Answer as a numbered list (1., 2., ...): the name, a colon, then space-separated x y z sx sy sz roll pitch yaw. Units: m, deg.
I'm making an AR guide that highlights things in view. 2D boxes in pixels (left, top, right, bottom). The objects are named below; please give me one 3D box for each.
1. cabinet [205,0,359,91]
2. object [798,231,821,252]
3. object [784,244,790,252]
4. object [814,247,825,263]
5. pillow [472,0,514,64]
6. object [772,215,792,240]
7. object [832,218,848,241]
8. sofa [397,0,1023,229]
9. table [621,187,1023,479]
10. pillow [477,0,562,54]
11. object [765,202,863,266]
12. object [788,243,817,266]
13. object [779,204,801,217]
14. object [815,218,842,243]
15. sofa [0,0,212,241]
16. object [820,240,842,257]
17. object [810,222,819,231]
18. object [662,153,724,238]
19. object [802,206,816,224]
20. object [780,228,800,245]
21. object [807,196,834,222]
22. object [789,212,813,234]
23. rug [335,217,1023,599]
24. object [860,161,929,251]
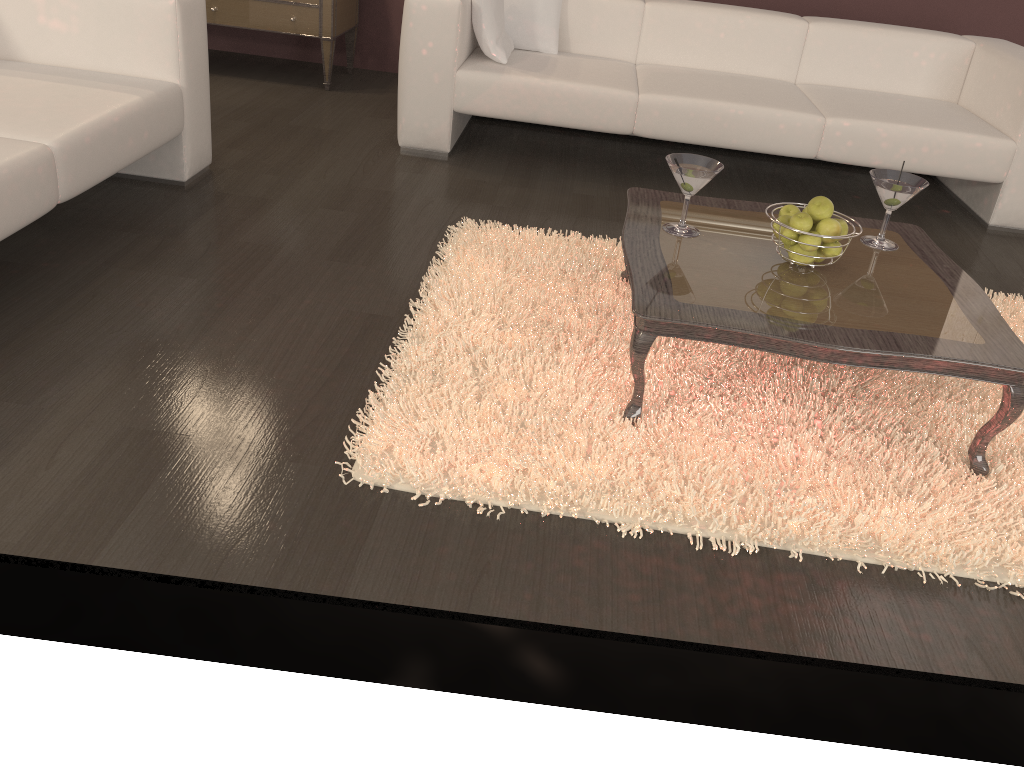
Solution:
1. cabinet: -1.617 -2.058 4.676 1.528 0.697 0.557 8 28 3
2. object: 0.721 -0.346 2.133 0.053 0.049 0.056 10 29 6
3. object: 0.721 -0.355 2.242 0.055 0.052 0.057 14 29 12
4. object: 0.769 -0.327 2.216 0.044 0.041 0.045 10 28 6
5. pillow: -0.079 -1.605 3.824 0.186 0.342 0.394 7 28 1
6. object: 0.686 -0.389 2.204 0.066 0.063 0.068 -9 32 -26
7. object: 0.805 -0.384 2.195 0.062 0.052 0.064 5 29 -3
8. sofa: 0.936 -1.333 3.981 2.784 0.622 0.989 8 29 3
9. table: 0.718 -0.182 2.308 0.914 0.289 0.949 7 30 1
10. pillow: 0.047 -1.730 4.062 0.376 0.345 0.177 7 27 1
11. object: 0.739 -0.357 2.201 0.237 0.113 0.241 -17 37 -36
12. object: 0.721 -0.327 2.182 0.068 0.061 0.071 -17 36 -36
13. object: 0.706 -0.429 2.238 0.054 0.052 0.056 -11 33 -30
14. object: 0.770 -0.372 2.141 0.063 0.058 0.059 -7 31 -24
15. sofa: -1.650 -0.669 2.336 0.943 0.621 2.124 8 30 2
16. object: 0.785 -0.334 2.167 0.051 0.046 0.054 6 29 -2
17. object: 0.772 -0.395 2.240 0.061 0.059 0.064 -10 33 -28
18. object: 0.465 -0.505 2.317 0.151 0.206 0.159 5 28 -4
19. object: 0.750 -0.424 2.213 0.046 0.047 0.052 15 29 15
20. object: 0.682 -0.363 2.162 0.045 0.043 0.046 4 28 -5
21. object: 0.755 -0.429 2.157 0.062 0.061 0.065 8 28 3
22. object: 0.698 -0.388 2.127 0.053 0.049 0.056 8 28 3
23. rug: 0.686 -0.052 2.356 1.998 0.064 1.582 8 30 3
24. object: 1.025 -0.480 2.385 0.151 0.206 0.158 -4 29 -19
